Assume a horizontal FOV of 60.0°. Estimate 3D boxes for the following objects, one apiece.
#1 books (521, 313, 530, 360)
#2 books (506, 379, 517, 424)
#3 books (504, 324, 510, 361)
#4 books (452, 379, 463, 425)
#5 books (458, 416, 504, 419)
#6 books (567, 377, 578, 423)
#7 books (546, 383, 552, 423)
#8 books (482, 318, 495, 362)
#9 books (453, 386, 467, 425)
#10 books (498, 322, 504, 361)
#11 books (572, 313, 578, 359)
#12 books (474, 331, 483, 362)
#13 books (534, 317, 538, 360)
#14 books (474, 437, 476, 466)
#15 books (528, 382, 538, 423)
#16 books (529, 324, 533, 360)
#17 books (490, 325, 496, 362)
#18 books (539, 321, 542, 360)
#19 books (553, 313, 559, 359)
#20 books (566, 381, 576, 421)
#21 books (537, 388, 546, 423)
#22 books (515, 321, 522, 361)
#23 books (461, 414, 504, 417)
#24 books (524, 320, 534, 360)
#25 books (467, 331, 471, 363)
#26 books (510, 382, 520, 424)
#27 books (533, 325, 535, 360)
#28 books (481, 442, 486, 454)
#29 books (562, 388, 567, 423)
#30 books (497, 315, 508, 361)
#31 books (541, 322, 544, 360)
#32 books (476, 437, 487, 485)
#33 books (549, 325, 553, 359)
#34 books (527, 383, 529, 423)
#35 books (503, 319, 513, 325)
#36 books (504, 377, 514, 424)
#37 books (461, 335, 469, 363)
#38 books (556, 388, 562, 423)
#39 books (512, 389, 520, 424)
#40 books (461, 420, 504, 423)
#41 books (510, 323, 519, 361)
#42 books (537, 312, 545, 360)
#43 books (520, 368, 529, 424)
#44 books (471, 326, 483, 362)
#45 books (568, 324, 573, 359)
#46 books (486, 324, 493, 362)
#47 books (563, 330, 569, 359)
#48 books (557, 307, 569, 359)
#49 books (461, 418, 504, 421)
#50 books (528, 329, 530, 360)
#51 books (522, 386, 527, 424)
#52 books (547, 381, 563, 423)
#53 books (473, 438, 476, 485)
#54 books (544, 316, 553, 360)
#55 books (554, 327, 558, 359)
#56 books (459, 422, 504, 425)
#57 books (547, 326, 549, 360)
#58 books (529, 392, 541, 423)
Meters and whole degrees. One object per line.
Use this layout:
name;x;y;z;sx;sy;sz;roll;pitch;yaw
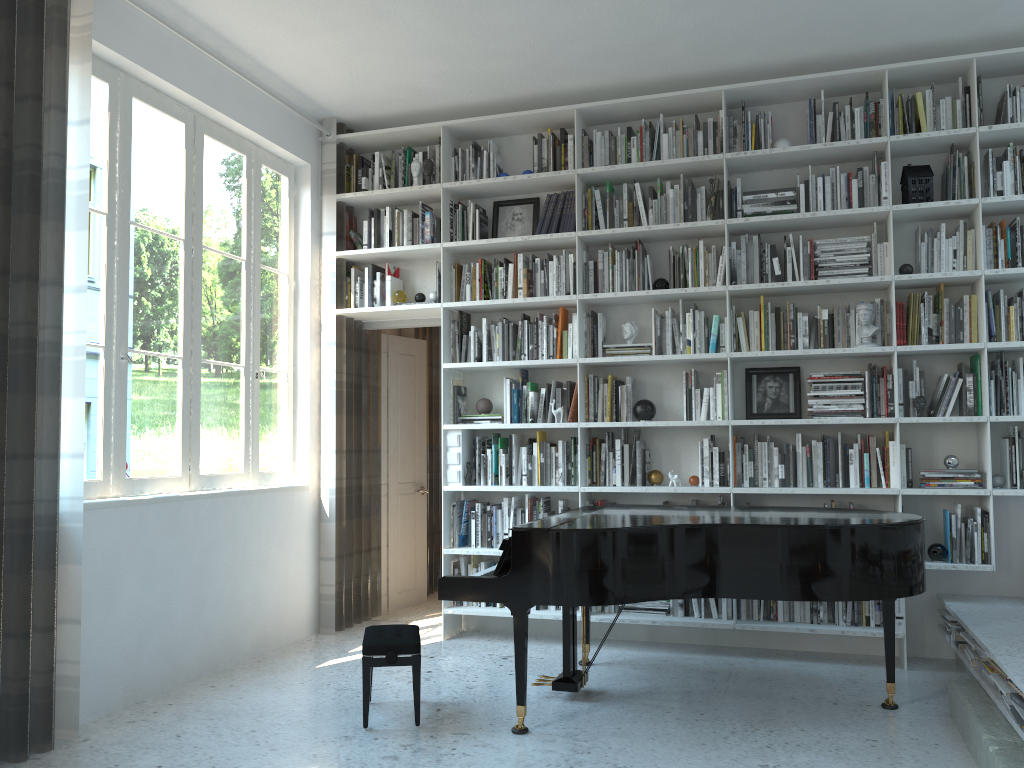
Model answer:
books;0.086;-0.272;5.396;0.013;0.299;0.152;-1;-4;18
books;-0.002;0.111;5.403;0.024;0.272;0.150;-1;-4;18
books;-0.010;-0.238;5.416;0.024;0.237;0.167;-1;-4;18
books;-0.339;0.116;5.525;0.012;0.285;0.159;-1;-4;18
books;-0.166;0.210;5.454;0.285;0.012;0.159;-2;-4;22
books;0.391;0.095;5.241;0.082;0.276;0.228;-2;-4;18
books;0.229;0.121;5.342;0.013;0.241;0.141;-1;-4;18
books;-0.141;-0.255;5.473;0.023;0.281;0.174;-1;-4;18
books;-0.323;0.136;5.508;0.028;0.243;0.156;-1;-4;18
books;-0.043;-0.242;5.426;0.021;0.247;0.189;-1;-4;18
books;0.394;-0.273;5.309;0.027;0.285;0.148;-1;-4;18
books;-0.192;-0.217;5.464;0.028;0.203;0.188;-1;-4;18
books;0.163;-0.260;5.374;0.012;0.272;0.145;-1;-4;18
books;-0.197;0.475;5.457;0.016;0.289;0.152;-1;-4;18
books;0.130;0.118;5.353;0.011;0.250;0.172;-1;-4;18
books;0.137;-0.238;5.374;0.013;0.229;0.177;-1;-4;18
books;-0.091;-0.236;5.472;0.049;0.242;0.139;-2;-4;18
books;0.188;-0.250;5.377;0.011;0.251;0.139;-1;-4;18
books;0.272;-0.273;5.354;0.015;0.292;0.144;-1;-4;18
books;0.355;0.111;5.293;0.021;0.251;0.154;-1;-4;18
books;0.196;0.135;5.352;0.056;0.214;0.143;-2;-4;18
books;0.063;-0.248;5.421;0.048;0.256;0.141;-2;-4;18
books;-0.164;0.198;5.461;0.254;0.012;0.161;-2;-4;19
books;0.105;-0.250;5.399;0.021;0.256;0.156;-1;-4;18
books;-0.238;-0.216;5.507;0.042;0.208;0.143;-2;-4;18
books;0.026;0.119;5.402;0.031;0.255;0.143;-1;-4;18
books;0.153;-0.237;5.381;0.013;0.227;0.151;-1;-4;18
books;-0.157;0.485;5.424;0.007;0.264;0.177;-1;-4;18
books;0.331;0.133;5.296;0.027;0.209;0.144;-1;-4;18
books;-0.056;-0.264;5.440;0.011;0.293;0.183;-1;-4;18
books;0.209;-0.245;5.380;0.028;0.242;0.131;-1;-4;18
books;-0.185;0.471;5.446;0.014;0.294;0.171;-1;-4;18
books;0.254;-0.236;5.353;0.021;0.220;0.148;-1;-4;18
books;0.120;0.120;5.375;0.022;0.248;0.129;-1;-4;18
books;-0.022;-0.253;5.438;0.011;0.270;0.158;-1;-4;18
books;-0.019;0.106;5.410;0.012;0.285;0.159;-1;-4;18
books;-0.267;-0.203;5.496;0.037;0.182;0.189;-2;-4;18
books;0.301;0.134;5.296;0.030;0.207;0.172;-2;-4;18
books;0.046;0.140;5.363;0.029;0.208;0.189;-2;-4;18
books;-0.164;0.235;5.459;0.254;0.012;0.161;-2;-4;19
books;0.024;-0.241;5.414;0.023;0.242;0.184;-1;-4;18
books;0.179;-0.275;5.386;0.011;0.304;0.130;-1;-4;18
books;0.075;0.078;5.393;0.011;0.335;0.153;-1;-4;18
books;-0.213;-0.231;5.482;0.022;0.235;0.177;-1;-4;18
books;0.366;-0.242;5.312;0.031;0.223;0.145;-1;-4;18
books;-0.127;-0.239;5.458;0.011;0.246;0.176;-1;-4;18
books;0.337;-0.221;5.319;0.030;0.183;0.152;-2;-4;18
books;0.304;-0.291;5.330;0.035;0.325;0.170;-1;-4;18
books;-0.166;0.222;5.455;0.254;0.012;0.161;-1;-4;15
books;0.125;-0.225;5.392;0.021;0.205;0.130;-1;-4;18
books;0.097;0.130;5.389;0.030;0.231;0.148;-1;-4;18
books;0.260;0.112;5.318;0.060;0.255;0.158;-2;-4;18
books;-0.208;0.477;5.462;0.008;0.285;0.159;-1;-4;18
books;0.220;-0.264;5.347;0.015;0.275;0.157;-1;-4;18
books;0.281;-0.229;5.334;0.013;0.203;0.161;-1;-4;18
books;-0.165;0.246;5.454;0.285;0.012;0.159;-2;-4;21
books;0.238;-0.235;5.354;0.012;0.217;0.160;-1;-4;18
books;0.146;0.146;5.333;0.029;0.190;0.189;-2;-4;18
